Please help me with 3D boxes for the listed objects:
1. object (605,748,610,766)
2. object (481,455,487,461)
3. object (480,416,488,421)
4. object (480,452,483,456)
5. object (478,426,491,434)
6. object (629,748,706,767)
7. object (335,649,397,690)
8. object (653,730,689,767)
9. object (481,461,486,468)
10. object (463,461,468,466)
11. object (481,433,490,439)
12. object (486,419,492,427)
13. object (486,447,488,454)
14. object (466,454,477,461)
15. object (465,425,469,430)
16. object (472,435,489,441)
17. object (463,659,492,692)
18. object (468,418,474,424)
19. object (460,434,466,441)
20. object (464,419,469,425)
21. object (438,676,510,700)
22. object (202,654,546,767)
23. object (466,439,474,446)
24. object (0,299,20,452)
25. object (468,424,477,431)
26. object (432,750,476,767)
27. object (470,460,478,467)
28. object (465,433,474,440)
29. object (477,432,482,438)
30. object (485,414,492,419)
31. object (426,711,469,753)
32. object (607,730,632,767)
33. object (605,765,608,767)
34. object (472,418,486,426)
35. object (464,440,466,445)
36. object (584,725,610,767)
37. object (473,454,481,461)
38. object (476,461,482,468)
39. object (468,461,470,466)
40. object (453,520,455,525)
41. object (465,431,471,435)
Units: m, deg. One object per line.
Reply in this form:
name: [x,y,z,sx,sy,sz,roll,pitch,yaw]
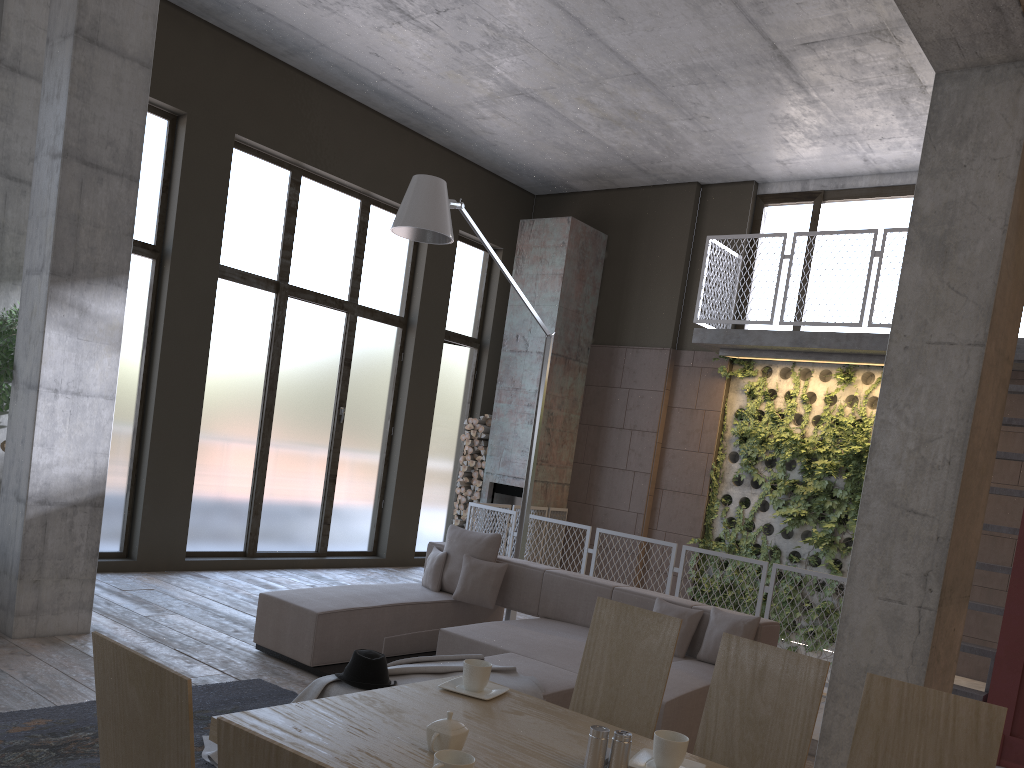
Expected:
object: [0.238,0.965,2.271,0.051,0.045,0.050,9,-1,-33]
object: [-0.242,0.983,11.502,0.070,0.073,0.427,8,-3,38]
object: [-0.293,0.474,11.531,0.064,0.073,0.363,9,-3,37]
object: [-0.289,0.939,11.622,0.102,0.103,0.295,8,-3,38]
object: [-0.261,0.615,11.477,0.092,0.093,0.441,8,-3,38]
object: [0.414,1.023,2.340,0.183,0.014,0.187,6,-5,25]
object: [-0.686,1.347,4.160,0.299,0.170,0.300,7,-2,26]
object: [0.418,0.982,2.351,0.093,0.088,0.116,8,-1,-7]
object: [-0.227,1.075,11.499,0.090,0.092,0.441,8,-3,38]
object: [-0.490,1.068,11.692,0.066,0.067,0.427,8,-3,38]
object: [-0.237,0.697,11.462,0.065,0.068,0.427,8,-3,38]
object: [-0.215,0.527,11.539,0.098,0.108,0.297,9,-2,40]
object: [-0.200,0.894,11.472,0.063,0.126,0.367,10,-1,38]
object: [-0.441,0.994,11.664,0.091,0.094,0.441,8,-3,38]
object: [-0.462,0.599,11.666,0.121,0.069,0.367,6,-4,40]
object: [-0.346,0.730,11.565,0.113,0.080,0.439,7,-4,38]
object: [-0.117,0.940,2.831,0.093,0.088,0.116,8,-1,-7]
object: [-0.406,0.519,11.627,0.090,0.091,0.460,8,-3,37]
object: [-0.509,0.733,11.661,0.090,0.093,0.441,8,-3,38]
object: [-0.475,0.525,11.644,0.066,0.069,0.427,8,-3,38]
object: [-0.121,0.981,2.821,0.183,0.014,0.187,6,-5,25]
object: [-0.608,1.639,4.304,1.612,0.505,1.033,10,-3,-33]
object: [-0.423,0.794,11.593,0.092,0.084,0.484,8,-3,38]
object: [-3.522,0.329,6.162,0.998,1.876,0.963,8,2,5]
object: [-0.407,0.589,11.574,0.111,0.080,0.439,7,-4,38]
object: [-0.134,0.874,1.946,0.093,0.088,0.117,8,-1,3]
object: [-0.369,1.070,11.593,0.092,0.084,0.484,8,-3,38]
object: [-0.441,0.714,11.602,0.090,0.090,0.460,8,-3,38]
object: [-0.299,0.692,11.512,0.066,0.067,0.427,8,-3,38]
object: [-0.224,0.445,11.510,0.086,0.056,0.335,7,-4,38]
object: [-0.164,0.884,2.223,0.088,0.112,0.123,9,0,30]
object: [0.273,0.934,2.214,0.052,0.110,0.052,8,3,-6]
object: [0.259,0.982,2.281,0.050,0.019,0.051,7,-3,22]
object: [-0.389,0.518,11.505,0.102,0.103,0.295,8,-3,38]
object: [-0.481,0.800,11.642,0.066,0.067,0.427,8,-3,38]
object: [0.215,0.925,2.216,0.052,0.112,0.052,8,3,-6]
object: [-0.363,0.988,11.636,0.100,0.087,0.366,8,-3,38]
object: [-0.293,1.078,11.557,0.090,0.090,0.459,8,-3,38]
object: [-0.428,1.075,11.642,0.066,0.067,0.427,8,-3,38]
object: [-0.631,1.855,11.719,0.066,0.067,0.427,8,-3,38]
object: [-0.470,0.670,11.654,0.065,0.087,0.429,9,-3,37]
